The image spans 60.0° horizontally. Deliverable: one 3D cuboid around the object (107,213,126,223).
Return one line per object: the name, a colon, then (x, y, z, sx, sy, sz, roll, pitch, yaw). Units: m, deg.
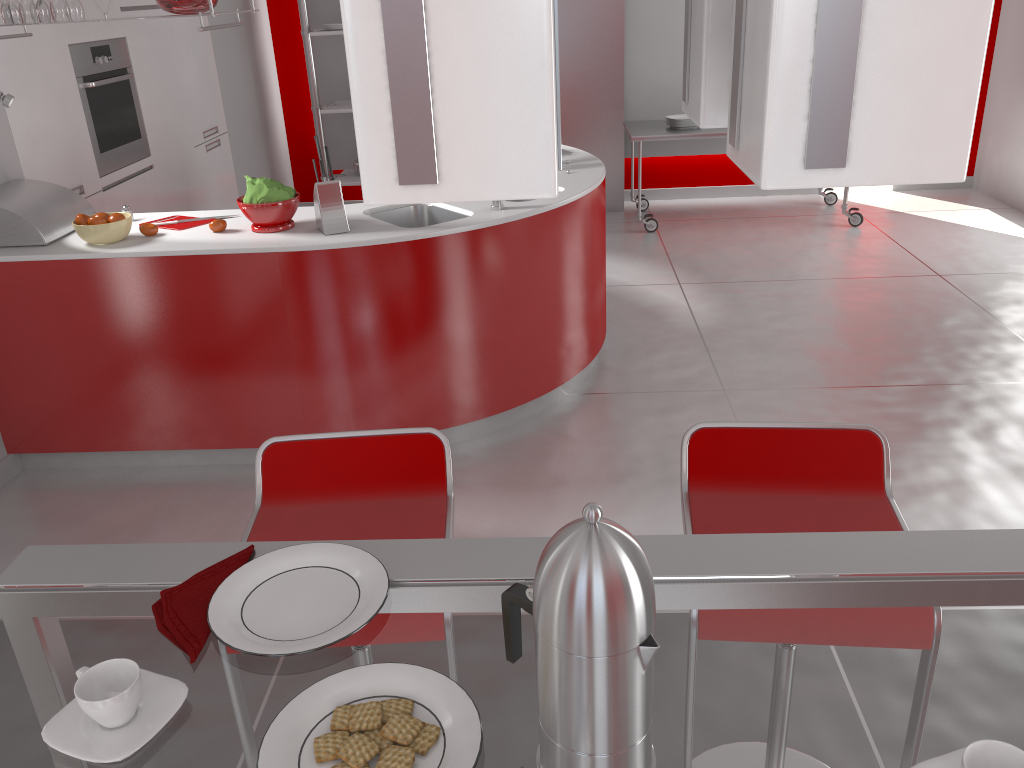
object: (-1.453, -0.603, 3.257, 0.066, 0.049, 0.062, 2, 25, 11)

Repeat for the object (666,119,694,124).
object: (1.214, -1.860, 6.272, 0.228, 0.020, 0.228, -9, 25, -13)

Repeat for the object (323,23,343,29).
object: (-1.181, -2.471, 6.133, 0.244, 0.042, 0.244, -8, 25, -11)

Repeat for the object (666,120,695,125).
object: (1.214, -1.850, 6.276, 0.228, 0.020, 0.228, -9, 25, -13)

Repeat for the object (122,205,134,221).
object: (-1.533, -0.681, 3.532, 0.043, 0.066, 0.042, 4, 25, 15)

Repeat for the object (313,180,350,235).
object: (-0.661, -0.648, 3.216, 0.091, 0.178, 0.137, -13, 26, -21)

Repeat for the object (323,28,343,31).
object: (-1.180, -2.459, 6.138, 0.280, 0.015, 0.280, 16, 31, 36)

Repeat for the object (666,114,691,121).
object: (1.213, -1.878, 6.263, 0.228, 0.020, 0.228, -9, 25, -13)

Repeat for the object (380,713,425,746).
object: (-0.108, 0.339, 0.874, 0.036, 0.006, 0.034, 9, 27, 25)

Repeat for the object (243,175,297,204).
object: (-0.890, -0.688, 3.280, 0.198, 0.182, 0.193, 1, 25, 8)

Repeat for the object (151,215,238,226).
object: (-1.251, -0.645, 3.478, 0.375, 0.008, 0.041, -11, 26, -18)

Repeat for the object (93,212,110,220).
object: (-1.516, -0.609, 3.279, 0.066, 0.049, 0.062, -3, 24, 0)

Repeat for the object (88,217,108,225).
object: (-1.505, -0.584, 3.223, 0.065, 0.052, 0.062, -8, 25, -11)

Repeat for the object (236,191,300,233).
object: (-0.898, -0.639, 3.302, 0.229, 0.118, 0.228, -14, 27, -23)

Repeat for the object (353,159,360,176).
object: (-1.047, -1.636, 6.636, 0.308, 0.130, 0.407, 2, 25, 10)

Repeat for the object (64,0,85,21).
object: (-1.493, -1.308, 3.004, 0.060, 0.141, 0.060, -2, 24, 3)

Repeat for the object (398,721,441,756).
object: (-0.090, 0.346, 0.870, 0.034, 0.006, 0.036, 8, 27, 23)

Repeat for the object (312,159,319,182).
object: (-0.695, -0.706, 3.196, 0.009, 0.197, 0.091, -14, 27, -23)

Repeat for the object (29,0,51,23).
object: (-1.571, -1.272, 2.932, 0.060, 0.141, 0.060, -11, 26, -18)

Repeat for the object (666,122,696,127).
object: (1.215, -1.841, 6.280, 0.228, 0.020, 0.228, -9, 25, -13)

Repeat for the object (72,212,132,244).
object: (-1.493, -0.564, 3.250, 0.201, 0.086, 0.201, -1, 24, 4)

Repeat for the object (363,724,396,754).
object: (-0.131, 0.348, 0.871, 0.036, 0.006, 0.034, 6, 26, 19)

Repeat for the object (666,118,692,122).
object: (1.213, -1.869, 6.267, 0.228, 0.020, 0.228, -9, 25, -13)

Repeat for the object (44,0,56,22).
object: (-1.592, -1.305, 3.009, 0.060, 0.141, 0.060, -2, 24, 3)

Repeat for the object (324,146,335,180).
object: (-0.646, -0.716, 3.216, 0.012, 0.279, 0.130, -14, 27, -23)

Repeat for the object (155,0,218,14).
object: (-1.120, -1.401, 3.013, 0.213, 0.266, 0.213, 11, 28, 29)

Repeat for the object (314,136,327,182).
object: (-0.675, -0.728, 3.207, 0.014, 0.322, 0.150, -14, 27, -23)

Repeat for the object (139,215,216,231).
object: (-1.306, -0.631, 3.468, 0.266, 0.006, 0.168, 11, 28, 27)

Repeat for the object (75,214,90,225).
object: (-1.562, -0.594, 3.240, 0.055, 0.058, 0.066, -8, 25, -10)

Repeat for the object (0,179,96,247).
object: (-1.844, -0.663, 3.391, 0.300, 0.170, 0.400, -2, 24, 3)

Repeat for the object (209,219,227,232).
object: (-1.096, -0.592, 3.306, 0.064, 0.048, 0.063, -11, 25, -17)

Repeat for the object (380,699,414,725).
object: (-0.119, 0.333, 0.902, 0.036, 0.006, 0.034, -2, 24, 3)

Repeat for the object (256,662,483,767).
object: (-0.136, 0.351, 0.861, 0.217, 0.015, 0.217, 17, 31, 37)

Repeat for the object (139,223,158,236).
object: (-1.352, -0.574, 3.303, 0.065, 0.047, 0.063, -2, 24, 3)

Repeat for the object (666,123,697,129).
object: (1.215, -1.832, 6.284, 0.228, 0.020, 0.228, -9, 25, -13)
